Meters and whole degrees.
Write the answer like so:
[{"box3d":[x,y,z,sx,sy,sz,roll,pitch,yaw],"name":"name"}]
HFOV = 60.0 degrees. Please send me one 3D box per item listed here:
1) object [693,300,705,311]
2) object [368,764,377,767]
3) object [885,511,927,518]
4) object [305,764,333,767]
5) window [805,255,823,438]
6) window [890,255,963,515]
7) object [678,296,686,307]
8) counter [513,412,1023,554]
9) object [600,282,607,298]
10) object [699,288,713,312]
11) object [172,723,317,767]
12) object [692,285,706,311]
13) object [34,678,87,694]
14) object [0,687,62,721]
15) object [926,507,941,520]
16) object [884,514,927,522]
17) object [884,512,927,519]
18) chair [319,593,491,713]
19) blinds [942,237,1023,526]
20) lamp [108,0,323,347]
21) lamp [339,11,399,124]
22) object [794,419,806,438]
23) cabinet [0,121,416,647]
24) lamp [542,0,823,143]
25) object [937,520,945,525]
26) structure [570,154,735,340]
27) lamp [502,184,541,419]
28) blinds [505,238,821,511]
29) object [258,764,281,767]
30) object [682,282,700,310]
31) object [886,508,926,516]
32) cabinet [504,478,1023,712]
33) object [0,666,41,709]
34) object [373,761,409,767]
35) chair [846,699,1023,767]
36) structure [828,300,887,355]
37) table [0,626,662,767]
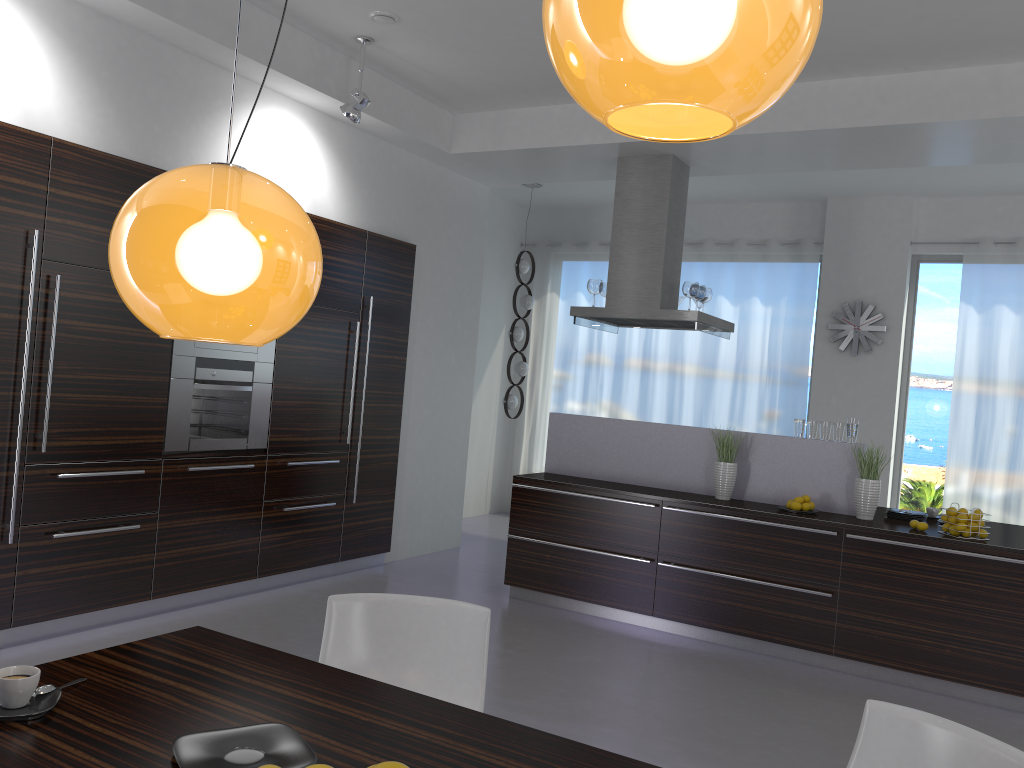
[{"box3d":[1.450,-0.581,6.864,0.137,0.174,0.137,5,0,-5],"name":"object"},{"box3d":[-0.220,0.659,1.432,0.076,0.080,0.094,5,0,31],"name":"object"},{"box3d":[2.472,0.819,5.569,0.232,0.020,0.232,5,0,33],"name":"object"},{"box3d":[-0.315,0.657,1.445,0.083,0.068,0.070,5,0,34],"name":"object"},{"box3d":[1.704,-0.127,9.439,3.000,2.500,0.100,5,0,30],"name":"window"},{"box3d":[4.945,0.154,7.573,3.000,2.500,0.100,5,0,30],"name":"window"},{"box3d":[1.286,-0.595,6.958,0.137,0.174,0.137,5,0,-5],"name":"object"},{"box3d":[1.733,0.988,5.920,3.291,1.300,1.302,5,0,30],"name":"counter"},{"box3d":[0.728,-0.666,6.829,0.125,0.221,0.125,5,0,-35],"name":"object"},{"box3d":[1.428,-0.606,6.622,0.125,0.221,0.125,5,0,-35],"name":"object"},{"box3d":[-0.482,0.669,1.597,0.232,0.020,0.232,5,0,-32],"name":"object"},{"box3d":[1.355,-0.612,6.495,0.125,0.221,0.125,5,0,-35],"name":"object"},{"box3d":[-0.933,0.622,1.839,0.032,0.028,0.155,5,0,11],"name":"object"},{"box3d":[-0.972,0.626,1.733,0.154,0.020,0.154,5,0,-14],"name":"object"},{"box3d":[2.711,0.835,5.719,0.153,0.069,0.153,5,0,-27],"name":"object"},{"box3d":[2.471,0.839,5.569,0.232,0.020,0.232,5,0,38],"name":"object"},{"box3d":[2.471,0.829,5.569,0.232,0.020,0.232,5,0,38],"name":"object"},{"box3d":[-0.347,1.067,2.526,0.508,0.805,0.620,5,0,0],"name":"chair"},{"box3d":[5.124,0.357,7.204,2.830,3.112,0.120,5,0,30],"name":"blinds"},{"box3d":[-0.447,-1.057,1.568,0.359,1.974,0.358,5,0,35],"name":"lamp"},{"box3d":[-0.849,-1.835,5.223,0.171,0.511,0.605,5,0,-28],"name":"lamp"},{"box3d":[1.857,0.287,5.735,0.072,0.119,0.071,5,0,-10],"name":"object"},{"box3d":[-1.988,0.070,5.488,0.669,2.500,3.600,5,0,30],"name":"cabinet"},{"box3d":[0.276,-1.160,1.162,0.358,1.645,0.359,5,0,41],"name":"lamp"},{"box3d":[2.707,0.835,5.446,0.153,0.069,0.153,5,0,3],"name":"object"},{"box3d":[1.127,-1.008,6.755,0.981,1.231,0.915,5,0,30],"name":"structure"},{"box3d":[0.107,-0.829,8.960,0.180,2.370,0.367,5,0,23],"name":"lamp"},{"box3d":[1.437,0.038,9.326,3.245,3.112,0.120,5,0,30],"name":"blinds"},{"box3d":[-0.387,0.646,1.401,0.079,0.077,0.094,5,0,4],"name":"object"},{"box3d":[1.278,-0.618,6.358,0.125,0.221,0.125,5,0,-35],"name":"object"},{"box3d":[2.370,0.736,5.722,0.269,0.147,0.646,5,0,-35],"name":"object"},{"box3d":[1.707,1.211,5.912,3.285,0.852,1.377,5,0,30],"name":"cabinet"},{"box3d":[-0.975,0.595,1.741,0.081,0.064,0.101,5,0,-34],"name":"object"},{"box3d":[-0.188,0.622,1.374,0.083,0.068,0.070,5,0,34],"name":"object"},{"box3d":[0.772,1.164,1.871,0.620,0.805,0.508,5,0,-25],"name":"chair"},{"box3d":[3.196,-0.521,8.214,0.505,0.505,0.076,5,0,30],"name":"structure"},{"box3d":[-0.266,1.088,1.372,2.046,0.783,1.127,5,0,30],"name":"table"}]
